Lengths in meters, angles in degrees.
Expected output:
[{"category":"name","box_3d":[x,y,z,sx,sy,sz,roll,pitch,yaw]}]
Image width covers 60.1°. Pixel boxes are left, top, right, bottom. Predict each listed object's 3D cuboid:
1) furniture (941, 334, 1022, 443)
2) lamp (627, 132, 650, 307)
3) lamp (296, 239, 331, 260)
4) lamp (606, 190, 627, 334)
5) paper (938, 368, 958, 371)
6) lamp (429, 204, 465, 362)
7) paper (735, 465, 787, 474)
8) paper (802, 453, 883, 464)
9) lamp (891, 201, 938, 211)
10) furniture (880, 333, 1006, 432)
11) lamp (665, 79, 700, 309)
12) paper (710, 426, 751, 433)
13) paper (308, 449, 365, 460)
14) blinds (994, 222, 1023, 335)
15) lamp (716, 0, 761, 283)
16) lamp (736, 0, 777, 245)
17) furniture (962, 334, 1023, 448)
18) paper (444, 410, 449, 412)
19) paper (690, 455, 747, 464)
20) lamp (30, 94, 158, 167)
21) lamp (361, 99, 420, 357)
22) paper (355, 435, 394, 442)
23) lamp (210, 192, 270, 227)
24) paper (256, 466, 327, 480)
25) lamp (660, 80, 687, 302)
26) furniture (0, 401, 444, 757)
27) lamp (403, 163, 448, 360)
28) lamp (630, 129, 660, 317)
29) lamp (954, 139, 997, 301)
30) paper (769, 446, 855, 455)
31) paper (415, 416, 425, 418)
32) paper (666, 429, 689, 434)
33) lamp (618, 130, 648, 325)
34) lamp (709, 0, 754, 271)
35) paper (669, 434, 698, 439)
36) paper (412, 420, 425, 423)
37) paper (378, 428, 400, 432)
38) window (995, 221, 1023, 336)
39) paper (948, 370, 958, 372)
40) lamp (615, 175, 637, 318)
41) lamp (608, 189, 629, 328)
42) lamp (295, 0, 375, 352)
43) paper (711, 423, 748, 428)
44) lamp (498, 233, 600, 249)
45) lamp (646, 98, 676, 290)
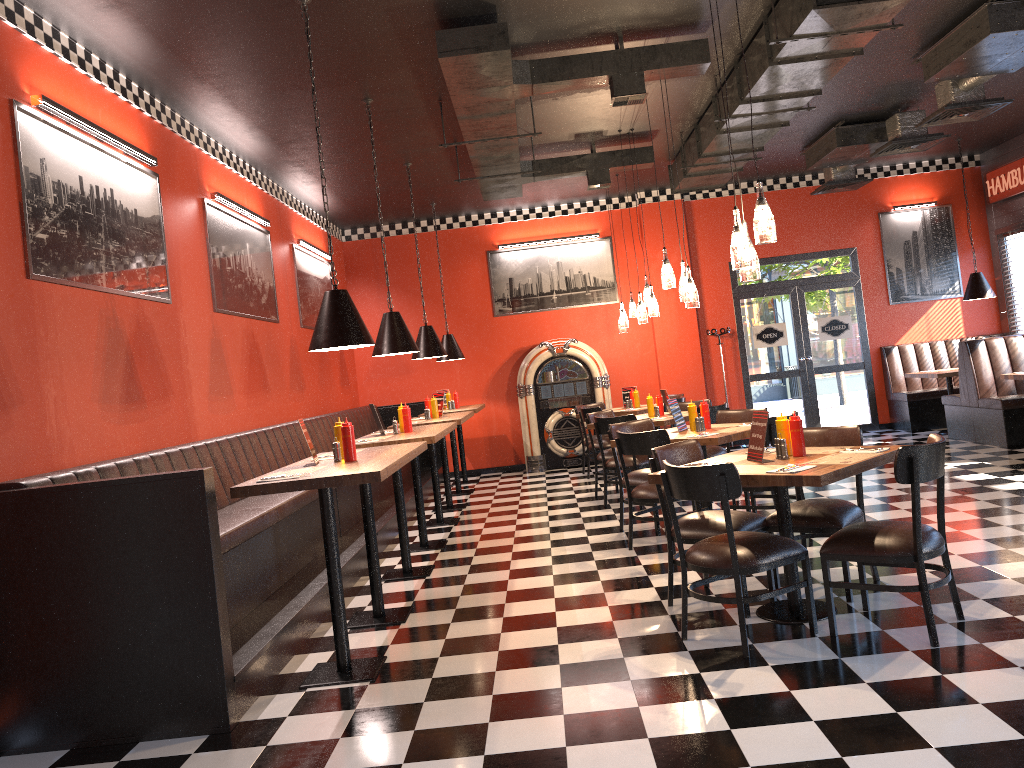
[{"category":"furniture","box_3d":[5.987,-0.016,10.294,1.709,1.156,0.705,-7,-1,1]},{"category":"lamp","box_3d":[1.277,-1.758,8.987,0.108,1.968,0.108,-5,-2,-42]},{"category":"lamp","box_3d":[-2.395,-1.625,10.752,0.081,0.056,1.444,-7,1,2]},{"category":"lamp","box_3d":[1.273,-1.612,11.060,0.108,1.968,0.108,-6,-2,-17]},{"category":"paper","box_3d":[5.603,-0.185,11.454,0.365,0.001,0.261,-7,1,2]},{"category":"lamp","box_3d":[-0.909,-1.325,11.483,0.381,2.047,0.382,-8,-2,43]},{"category":"paper","box_3d":[1.153,0.417,4.334,0.261,0.001,0.364,-7,1,-41]},{"category":"paper","box_3d":[1.613,0.364,4.329,0.366,0.001,0.260,-7,1,-43]},{"category":"lamp","box_3d":[5.616,-2.486,12.373,0.610,0.056,0.081,-7,0,1]},{"category":"furniture","box_3d":[6.036,-0.043,11.975,1.709,1.156,0.705,-7,-1,1]},{"category":"lamp","box_3d":[1.257,-1.554,6.740,0.108,1.968,0.108,-7,-2,13]},{"category":"paper","box_3d":[1.633,0.334,6.486,0.260,0.001,0.366,-6,1,45]},{"category":"paper","box_3d":[-1.066,0.430,5.426,0.261,0.001,0.365,-6,1,4]},{"category":"blinds","box_3d":[6.702,-1.276,11.141,0.099,1.637,1.868,-7,0,2]},{"category":"lamp","box_3d":[1.135,-1.513,4.652,0.108,1.968,0.108,-5,-2,-42]},{"category":"lamp","box_3d":[1.169,-1.688,4.490,0.108,1.968,0.108,-6,-2,-7]},{"category":"furniture","box_3d":[5.967,-0.005,9.589,1.709,1.156,0.705,-7,-1,1]},{"category":"paper","box_3d":[-0.906,0.341,10.910,0.261,0.001,0.365,-6,1,4]},{"category":"paper","box_3d":[1.153,0.411,4.811,0.366,0.001,0.260,-7,1,-43]},{"category":"lamp","box_3d":[-2.546,-1.540,5.491,0.081,0.056,1.444,-7,1,2]},{"category":"lamp","box_3d":[-1.036,-1.253,7.054,0.381,2.047,0.382,-8,-2,43]},{"category":"paper","box_3d":[-1.046,0.412,6.636,0.261,0.001,0.365,-6,1,4]},{"category":"lamp","box_3d":[-2.471,-1.582,8.109,0.081,0.056,1.444,-7,1,2]},{"category":"paper","box_3d":[-1.102,0.447,4.467,0.261,0.001,0.365,-6,1,4]},{"category":"lamp","box_3d":[1.240,-1.613,6.864,0.108,1.968,0.108,-8,-3,44]},{"category":"furniture","box_3d":[-1.670,0.893,8.148,1.104,1.150,8.753,-7,1,2]},{"category":"lamp","box_3d":[-0.973,-1.289,9.243,0.381,2.047,0.382,-8,-2,43]},{"category":"lamp","box_3d":[1.306,-1.647,8.854,0.108,1.968,0.108,-6,-2,-16]},{"category":"lamp","box_3d":[5.774,-2.088,11.195,0.383,2.047,0.381,-5,-2,-40]},{"category":"paper","box_3d":[1.615,0.358,4.777,0.261,0.001,0.364,-7,1,-44]},{"category":"paper","box_3d":[-0.974,0.364,9.696,0.261,0.001,0.365,-6,1,4]},{"category":"paper","box_3d":[1.181,0.380,6.937,0.366,0.001,0.260,-7,1,-42]},{"category":"lamp","box_3d":[1.191,-1.574,8.841,0.108,1.968,0.108,-7,-2,13]},{"category":"lamp","box_3d":[1.067,-1.564,4.547,0.108,1.968,0.108,-6,-2,-11]},{"category":"paper","box_3d":[1.188,0.385,6.474,0.261,0.001,0.364,-7,1,-45]},{"category":"paper","box_3d":[-0.998,0.379,8.777,0.261,0.001,0.365,-6,1,4]},{"category":"paper","box_3d":[-1.042,0.399,7.602,0.261,0.001,0.365,-6,1,4]},{"category":"window","box_3d":[6.781,-1.264,11.148,0.127,1.716,2.026,-7,0,2]},{"category":"paper","box_3d":[5.482,-0.163,10.827,0.365,0.001,0.261,-7,1,-1]},{"category":"lamp","box_3d":[1.392,-1.797,10.961,0.108,1.968,0.108,-8,-2,34]},{"category":"lamp","box_3d":[1.277,-1.670,10.940,0.108,1.968,0.108,-8,-3,44]},{"category":"lamp","box_3d":[-1.092,-1.222,5.118,0.381,2.047,0.382,-8,-2,43]},{"category":"paper","box_3d":[1.656,0.326,6.951,0.364,0.001,0.261,-6,1,45]},{"category":"lamp","box_3d":[0.517,-2.018,12.505,1.444,0.056,0.081,-7,0,1]},{"category":"lamp","box_3d":[1.099,-1.710,6.850,0.108,1.968,0.108,-6,-2,-26]}]
